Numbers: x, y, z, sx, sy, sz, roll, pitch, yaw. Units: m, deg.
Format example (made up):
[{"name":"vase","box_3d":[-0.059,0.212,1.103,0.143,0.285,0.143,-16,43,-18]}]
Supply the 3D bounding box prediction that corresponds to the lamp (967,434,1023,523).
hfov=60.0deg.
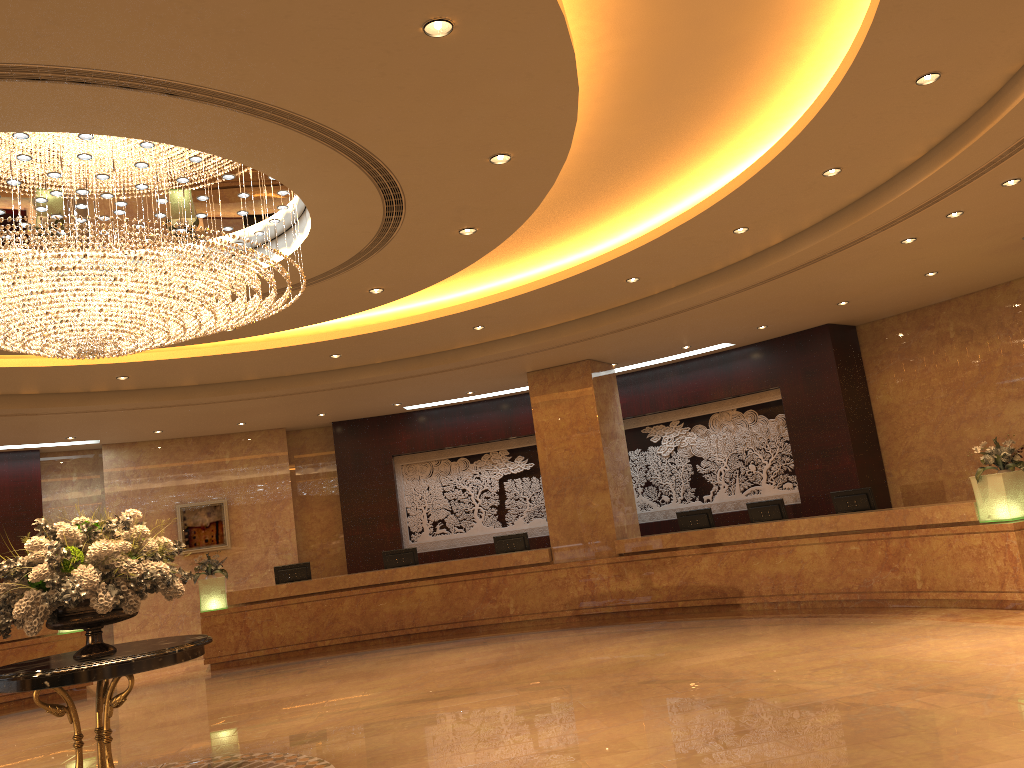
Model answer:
[{"name":"lamp","box_3d":[5.315,1.002,9.542,0.532,0.897,0.606,-2,-11,-31]}]

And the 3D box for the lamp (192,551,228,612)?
[{"name":"lamp","box_3d":[-4.817,3.158,14.236,0.577,0.925,0.542,-7,-9,-8]}]

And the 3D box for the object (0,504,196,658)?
[{"name":"object","box_3d":[-2.976,1.407,6.325,1.277,0.999,1.318,-11,-10,20]}]

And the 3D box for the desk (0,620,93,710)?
[{"name":"desk","box_3d":[-8.423,4.115,12.103,5.227,1.155,1.570,1,-13,-45]}]

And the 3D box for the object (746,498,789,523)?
[{"name":"object","box_3d":[3.654,1.909,12.640,0.430,0.500,0.531,-7,-9,-7]}]

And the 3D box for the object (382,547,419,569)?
[{"name":"object","box_3d":[-1.869,3.039,14.960,0.531,0.500,0.430,-15,-12,40]}]

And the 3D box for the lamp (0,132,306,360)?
[{"name":"lamp","box_3d":[-3.199,-0.804,6.662,3.206,1.196,3.204,-12,-10,26]}]

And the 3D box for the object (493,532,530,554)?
[{"name":"object","box_3d":[0.007,2.737,14.686,0.430,0.500,0.531,-1,-11,-38]}]

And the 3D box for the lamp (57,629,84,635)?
[{"name":"lamp","box_3d":[-6.686,3.281,13.407,0.570,0.923,0.580,-6,-9,-13]}]

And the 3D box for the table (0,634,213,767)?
[{"name":"table","box_3d":[-2.813,2.420,6.135,1.493,1.089,1.493,-5,-9,-16]}]

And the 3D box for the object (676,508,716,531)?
[{"name":"object","box_3d":[2.785,2.145,13.365,0.430,0.500,0.531,-6,-9,-13]}]

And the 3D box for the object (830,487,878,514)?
[{"name":"object","box_3d":[4.523,1.637,11.686,0.430,0.500,0.531,-7,-9,-2]}]

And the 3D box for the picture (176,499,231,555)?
[{"name":"picture","box_3d":[-5.598,2.590,16.093,0.875,0.890,0.068,-5,-10,-19]}]

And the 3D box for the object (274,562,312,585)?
[{"name":"object","box_3d":[-3.664,3.268,14.855,0.531,0.500,0.430,-12,-10,27]}]

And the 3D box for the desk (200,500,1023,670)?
[{"name":"desk","box_3d":[0.959,2.982,13.067,12.951,1.155,3.466,-12,-10,24]}]
